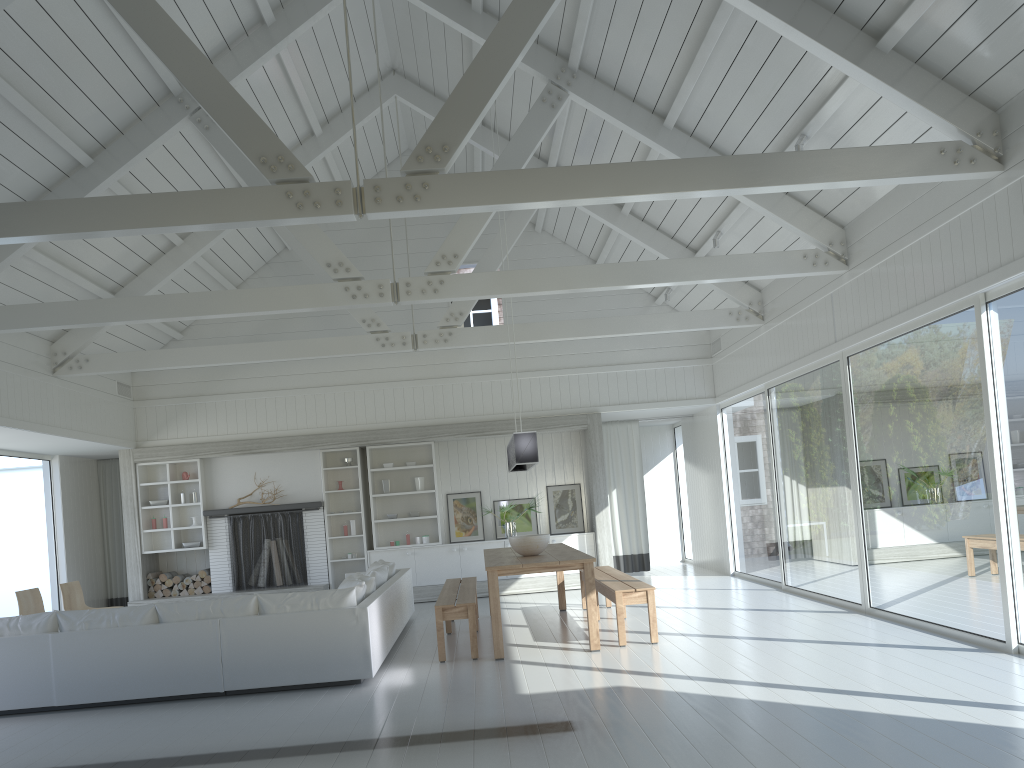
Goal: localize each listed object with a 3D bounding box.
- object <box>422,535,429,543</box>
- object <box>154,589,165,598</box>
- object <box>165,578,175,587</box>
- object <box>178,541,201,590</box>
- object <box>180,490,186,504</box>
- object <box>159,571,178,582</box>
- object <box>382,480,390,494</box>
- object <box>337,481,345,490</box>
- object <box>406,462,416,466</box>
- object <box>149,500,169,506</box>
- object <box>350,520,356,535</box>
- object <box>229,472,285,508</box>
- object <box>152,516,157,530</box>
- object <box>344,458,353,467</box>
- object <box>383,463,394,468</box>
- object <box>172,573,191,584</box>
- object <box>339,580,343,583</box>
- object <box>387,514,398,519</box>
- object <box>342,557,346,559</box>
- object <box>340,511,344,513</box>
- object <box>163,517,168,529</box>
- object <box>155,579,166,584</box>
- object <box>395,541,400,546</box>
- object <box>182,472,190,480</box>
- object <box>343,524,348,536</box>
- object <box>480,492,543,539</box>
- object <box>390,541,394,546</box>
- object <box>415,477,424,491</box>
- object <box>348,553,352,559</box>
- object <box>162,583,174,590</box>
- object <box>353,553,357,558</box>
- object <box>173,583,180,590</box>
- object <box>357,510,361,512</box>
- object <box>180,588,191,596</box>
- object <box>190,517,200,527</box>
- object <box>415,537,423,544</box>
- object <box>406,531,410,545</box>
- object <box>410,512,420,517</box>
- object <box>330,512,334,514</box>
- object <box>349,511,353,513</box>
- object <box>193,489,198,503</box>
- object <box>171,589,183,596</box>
[{"bbox_3d":[-1.209,2.182,12.386,0.086,0.111,0.085,-7,-4,33],"label":"object"},{"bbox_3d":[-4.862,2.929,12.371,0.134,0.146,0.552,-4,-7,-3],"label":"object"},{"bbox_3d":[-4.733,2.772,12.363,0.109,0.109,0.498,-4,-7,-4],"label":"object"},{"bbox_3d":[-4.503,2.538,12.343,0.340,0.641,0.617,-4,-5,-18],"label":"object"},{"bbox_3d":[-4.557,1.564,12.208,0.054,0.195,0.054,-5,-2,-2],"label":"object"},{"bbox_3d":[-4.810,2.700,12.363,0.110,0.110,0.498,-4,-7,-4],"label":"object"},{"bbox_3d":[-1.764,1.448,12.410,0.102,0.196,0.103,-4,-3,-2],"label":"object"},{"bbox_3d":[-2.410,1.432,12.390,0.138,0.130,0.137,-9,-6,40],"label":"object"},{"bbox_3d":[-1.435,1.152,12.573,0.141,0.066,0.142,-4,-7,-2],"label":"object"},{"bbox_3d":[-4.886,1.652,12.209,0.241,0.072,0.244,-2,-8,-17],"label":"object"},{"bbox_3d":[-2.230,2.017,12.381,0.072,0.210,0.071,-4,-2,-3],"label":"object"},{"bbox_3d":[-3.456,1.443,12.112,0.781,0.501,0.461,-1,-6,-33],"label":"object"},{"bbox_3d":[-4.947,1.913,12.183,0.054,0.195,0.054,-5,-2,-2],"label":"object"},{"bbox_3d":[-2.296,1.102,12.376,0.162,0.123,0.161,-8,-6,30],"label":"object"},{"bbox_3d":[-1.738,1.155,12.419,0.141,0.066,0.142,-4,-7,-2],"label":"object"},{"bbox_3d":[-4.633,2.730,12.368,0.109,0.109,0.498,-4,-7,-4],"label":"object"},{"bbox_3d":[-2.361,2.814,12.352,0.138,0.130,0.137,-9,-6,40],"label":"object"},{"bbox_3d":[-1.680,1.865,12.401,0.141,0.066,0.142,-4,-7,-2],"label":"object"},{"bbox_3d":[-2.352,2.441,12.369,0.054,0.025,0.055,-4,-7,-2],"label":"object"},{"bbox_3d":[-2.391,1.800,12.366,0.054,0.025,0.055,-4,-7,-2],"label":"object"},{"bbox_3d":[-4.796,1.901,12.189,0.054,0.195,0.054,-5,-2,-2],"label":"object"},{"bbox_3d":[-4.878,2.746,12.346,0.080,0.079,0.481,-4,-8,-4],"label":"object"},{"bbox_3d":[-1.615,2.242,12.410,0.058,0.061,0.058,-3,-5,-25],"label":"object"},{"bbox_3d":[-4.517,1.275,12.208,0.233,0.126,0.059,-10,-6,42],"label":"object"},{"bbox_3d":[-2.336,2.032,12.378,0.054,0.195,0.054,-4,-2,-3],"label":"object"},{"bbox_3d":[0.020,1.841,12.281,0.970,0.627,0.626,-4,-5,-5],"label":"object"},{"bbox_3d":[-1.683,2.238,12.381,0.054,0.071,0.055,-3,-4,-24],"label":"object"},{"bbox_3d":[-1.297,1.413,12.428,0.103,0.196,0.102,-7,-4,42],"label":"object"},{"bbox_3d":[-2.277,2.411,12.372,0.054,0.071,0.054,-4,-4,-3],"label":"object"},{"bbox_3d":[-4.792,2.822,12.353,0.080,0.079,0.481,-4,-8,-4],"label":"object"},{"bbox_3d":[-2.202,2.411,12.373,0.058,0.061,0.058,-4,-4,-3],"label":"object"},{"bbox_3d":[-4.639,2.823,12.352,0.080,0.079,0.481,-4,-8,-4],"label":"object"},{"bbox_3d":[-2.159,1.798,12.484,0.054,0.025,0.055,-4,-7,-2],"label":"object"},{"bbox_3d":[-4.517,2.922,12.384,0.134,0.146,0.552,-4,-7,-3],"label":"object"},{"bbox_3d":[-4.390,1.903,12.202,0.136,0.130,0.138,-3,-5,-15],"label":"object"},{"bbox_3d":[-1.306,2.206,12.450,0.092,0.095,0.090,-7,-5,31],"label":"object"},{"bbox_3d":[-1.463,2.162,12.407,0.054,0.195,0.054,-4,-2,-3],"label":"object"},{"bbox_3d":[-1.378,1.861,12.555,0.141,0.066,0.142,-4,-7,-2],"label":"object"},{"bbox_3d":[-2.507,1.802,12.307,0.054,0.025,0.055,-4,-7,-2],"label":"object"},{"bbox_3d":[-2.275,1.799,12.425,0.054,0.025,0.055,-4,-7,-2],"label":"object"},{"bbox_3d":[-4.391,1.552,12.214,0.054,0.195,0.054,-5,-2,-2],"label":"object"},{"bbox_3d":[-4.647,2.897,12.371,0.105,0.114,0.520,-4,-7,-4],"label":"object"}]
